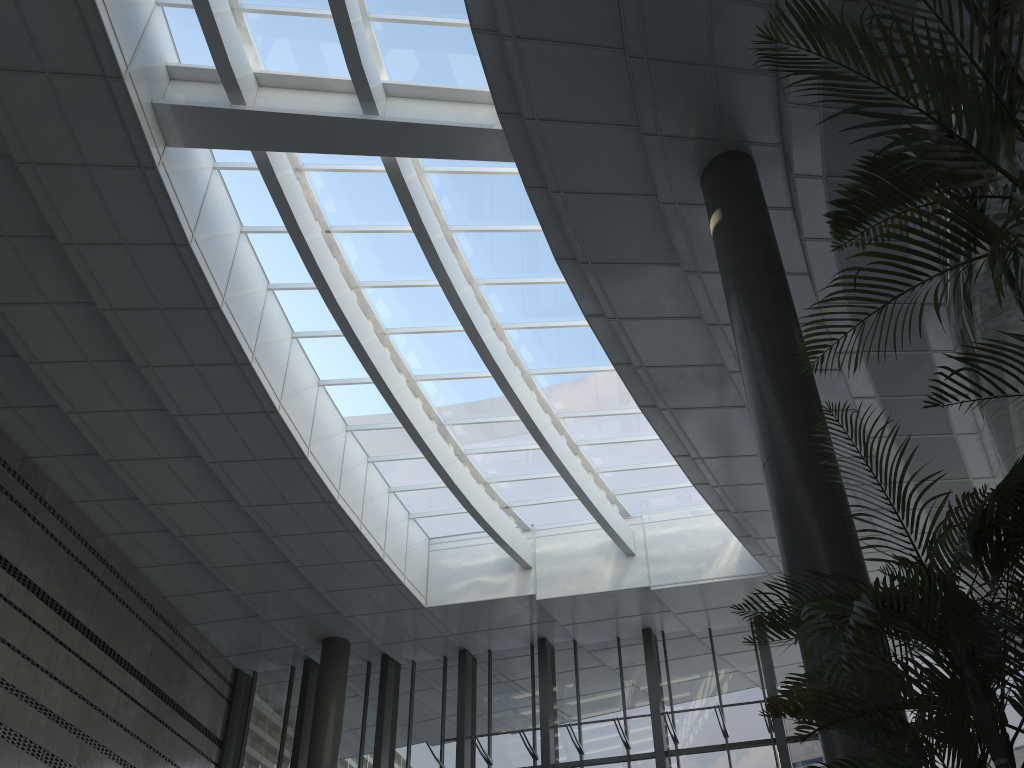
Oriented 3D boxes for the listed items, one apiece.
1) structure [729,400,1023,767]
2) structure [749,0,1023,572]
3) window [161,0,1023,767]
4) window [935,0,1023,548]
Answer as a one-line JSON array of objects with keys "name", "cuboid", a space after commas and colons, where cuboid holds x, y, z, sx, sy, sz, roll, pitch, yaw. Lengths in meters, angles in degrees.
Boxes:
[{"name": "structure", "cuboid": [1.718, 1.742, 2.762, 1.654, 3.228, 2.335, 1, -38, -3]}, {"name": "structure", "cuboid": [1.857, 0.041, 1.477, 2.456, 4.032, 2.881, 3, -38, -6]}, {"name": "window", "cuboid": [-1.776, 1.493, 6.423, 13.767, 8.774, 21.020, -18, -43, 18]}, {"name": "window", "cuboid": [5.608, 1.798, 5.770, 4.224, 6.973, 17.564, -8, -42, 9]}]
